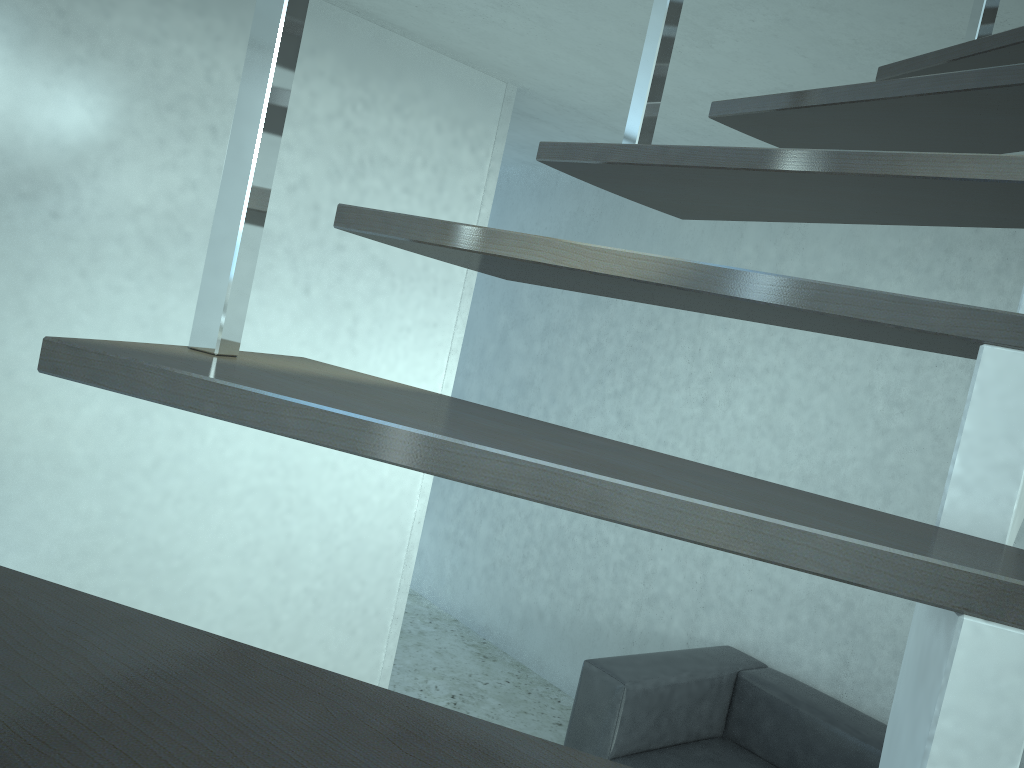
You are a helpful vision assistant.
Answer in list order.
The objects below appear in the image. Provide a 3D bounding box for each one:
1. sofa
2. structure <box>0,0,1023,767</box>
[{"bbox_3d":[1.149,1.575,2.913,0.943,0.652,2.025,10,4,-40],"label":"sofa"},{"bbox_3d":[1.421,-0.006,0.711,3.780,4.156,2.655,10,4,-40],"label":"structure"}]
